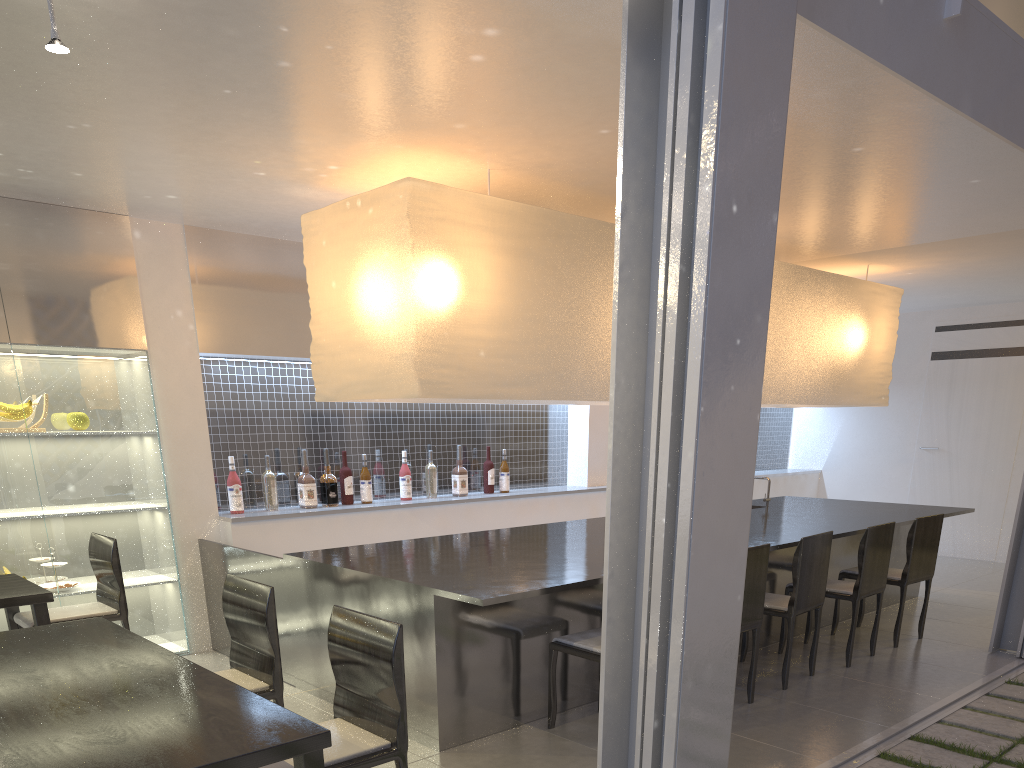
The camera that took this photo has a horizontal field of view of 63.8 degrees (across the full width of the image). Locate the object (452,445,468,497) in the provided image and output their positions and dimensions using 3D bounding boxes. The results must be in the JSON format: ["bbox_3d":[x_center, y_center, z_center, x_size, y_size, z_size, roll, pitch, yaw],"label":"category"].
[{"bbox_3d":[-0.205,0.342,3.222,0.045,0.218,0.043,-14,21,-39],"label":"object"}]

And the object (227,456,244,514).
[{"bbox_3d":[-1.023,-0.062,1.452,1.793,0.877,1.623,-2,3,-44],"label":"object"}]

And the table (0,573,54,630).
[{"bbox_3d":[-1.349,0.671,2.033,0.342,0.356,0.345,-7,11,-42],"label":"table"}]

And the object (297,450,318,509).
[{"bbox_3d":[-1.425,0.249,2.167,1.950,0.316,0.044,2,12,-40],"label":"object"}]

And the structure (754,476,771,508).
[{"bbox_3d":[0.973,0.430,3.275,0.108,0.132,0.033,9,18,44],"label":"structure"}]

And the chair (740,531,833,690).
[{"bbox_3d":[0.729,0.628,2.334,0.230,0.471,0.182,12,19,40],"label":"chair"}]

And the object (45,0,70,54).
[{"bbox_3d":[-0.583,-0.470,1.043,0.028,0.085,0.027,-9,18,-30],"label":"object"}]

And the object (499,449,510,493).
[{"bbox_3d":[-0.032,0.359,3.379,0.042,0.195,0.038,5,17,17],"label":"object"}]

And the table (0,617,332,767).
[{"bbox_3d":[-0.676,0.637,1.339,0.341,0.350,0.888,-8,5,-44],"label":"table"}]

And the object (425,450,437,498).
[{"bbox_3d":[-0.310,0.347,3.155,0.046,0.200,0.041,1,17,5],"label":"object"}]

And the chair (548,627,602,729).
[{"bbox_3d":[0.231,0.611,1.899,0.184,0.471,0.228,-13,18,-40],"label":"chair"}]

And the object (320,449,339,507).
[{"bbox_3d":[-1.390,0.250,2.197,2.028,0.316,0.099,1,11,-39],"label":"object"}]

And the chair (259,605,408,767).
[{"bbox_3d":[-0.316,0.586,1.297,0.230,0.471,0.182,-12,19,-40],"label":"chair"}]

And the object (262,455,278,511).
[{"bbox_3d":[-1.493,0.249,2.144,1.830,0.317,0.043,1,12,-39],"label":"object"}]

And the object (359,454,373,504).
[{"bbox_3d":[-1.417,0.248,2.182,2.375,0.321,0.054,2,12,-40],"label":"object"}]

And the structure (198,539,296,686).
[{"bbox_3d":[-0.789,0.666,2.441,0.537,0.394,0.011,4,15,45],"label":"structure"}]

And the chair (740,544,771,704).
[{"bbox_3d":[0.485,0.619,2.111,0.229,0.471,0.183,13,20,43],"label":"chair"}]

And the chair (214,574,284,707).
[{"bbox_3d":[-0.592,0.600,1.583,0.230,0.471,0.182,-12,19,-40],"label":"chair"}]

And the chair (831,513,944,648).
[{"bbox_3d":[1.245,0.644,2.750,0.184,0.471,0.227,-13,18,-40],"label":"chair"}]

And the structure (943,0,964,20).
[{"bbox_3d":[0.943,-0.899,1.461,1.662,0.601,0.026,0,13,-40],"label":"structure"}]

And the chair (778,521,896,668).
[{"bbox_3d":[0.992,0.636,2.537,0.229,0.471,0.182,13,19,43],"label":"chair"}]

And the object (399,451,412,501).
[{"bbox_3d":[-0.398,0.343,3.069,0.041,0.200,0.041,-14,22,-39],"label":"object"}]

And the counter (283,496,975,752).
[{"bbox_3d":[0.602,0.669,2.759,2.460,0.401,0.788,1,0,-41],"label":"counter"}]

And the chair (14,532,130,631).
[{"bbox_3d":[-1.189,0.631,2.219,0.230,0.471,0.182,-12,19,-40],"label":"chair"}]

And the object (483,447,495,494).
[{"bbox_3d":[-0.094,0.351,3.344,0.042,0.208,0.043,13,21,37],"label":"object"}]

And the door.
[{"bbox_3d":[0.001,0.255,2.962,5.454,1.297,0.443,1,13,-29],"label":"door"}]

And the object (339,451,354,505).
[{"bbox_3d":[-1.377,0.253,2.246,2.095,0.316,0.063,2,12,-40],"label":"object"}]

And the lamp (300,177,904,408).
[{"bbox_3d":[0.490,-0.158,2.607,2.252,0.458,0.429,1,5,-41],"label":"lamp"}]

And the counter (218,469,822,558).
[{"bbox_3d":[0.405,0.696,3.843,3.552,0.473,0.220,2,9,-41],"label":"counter"}]
